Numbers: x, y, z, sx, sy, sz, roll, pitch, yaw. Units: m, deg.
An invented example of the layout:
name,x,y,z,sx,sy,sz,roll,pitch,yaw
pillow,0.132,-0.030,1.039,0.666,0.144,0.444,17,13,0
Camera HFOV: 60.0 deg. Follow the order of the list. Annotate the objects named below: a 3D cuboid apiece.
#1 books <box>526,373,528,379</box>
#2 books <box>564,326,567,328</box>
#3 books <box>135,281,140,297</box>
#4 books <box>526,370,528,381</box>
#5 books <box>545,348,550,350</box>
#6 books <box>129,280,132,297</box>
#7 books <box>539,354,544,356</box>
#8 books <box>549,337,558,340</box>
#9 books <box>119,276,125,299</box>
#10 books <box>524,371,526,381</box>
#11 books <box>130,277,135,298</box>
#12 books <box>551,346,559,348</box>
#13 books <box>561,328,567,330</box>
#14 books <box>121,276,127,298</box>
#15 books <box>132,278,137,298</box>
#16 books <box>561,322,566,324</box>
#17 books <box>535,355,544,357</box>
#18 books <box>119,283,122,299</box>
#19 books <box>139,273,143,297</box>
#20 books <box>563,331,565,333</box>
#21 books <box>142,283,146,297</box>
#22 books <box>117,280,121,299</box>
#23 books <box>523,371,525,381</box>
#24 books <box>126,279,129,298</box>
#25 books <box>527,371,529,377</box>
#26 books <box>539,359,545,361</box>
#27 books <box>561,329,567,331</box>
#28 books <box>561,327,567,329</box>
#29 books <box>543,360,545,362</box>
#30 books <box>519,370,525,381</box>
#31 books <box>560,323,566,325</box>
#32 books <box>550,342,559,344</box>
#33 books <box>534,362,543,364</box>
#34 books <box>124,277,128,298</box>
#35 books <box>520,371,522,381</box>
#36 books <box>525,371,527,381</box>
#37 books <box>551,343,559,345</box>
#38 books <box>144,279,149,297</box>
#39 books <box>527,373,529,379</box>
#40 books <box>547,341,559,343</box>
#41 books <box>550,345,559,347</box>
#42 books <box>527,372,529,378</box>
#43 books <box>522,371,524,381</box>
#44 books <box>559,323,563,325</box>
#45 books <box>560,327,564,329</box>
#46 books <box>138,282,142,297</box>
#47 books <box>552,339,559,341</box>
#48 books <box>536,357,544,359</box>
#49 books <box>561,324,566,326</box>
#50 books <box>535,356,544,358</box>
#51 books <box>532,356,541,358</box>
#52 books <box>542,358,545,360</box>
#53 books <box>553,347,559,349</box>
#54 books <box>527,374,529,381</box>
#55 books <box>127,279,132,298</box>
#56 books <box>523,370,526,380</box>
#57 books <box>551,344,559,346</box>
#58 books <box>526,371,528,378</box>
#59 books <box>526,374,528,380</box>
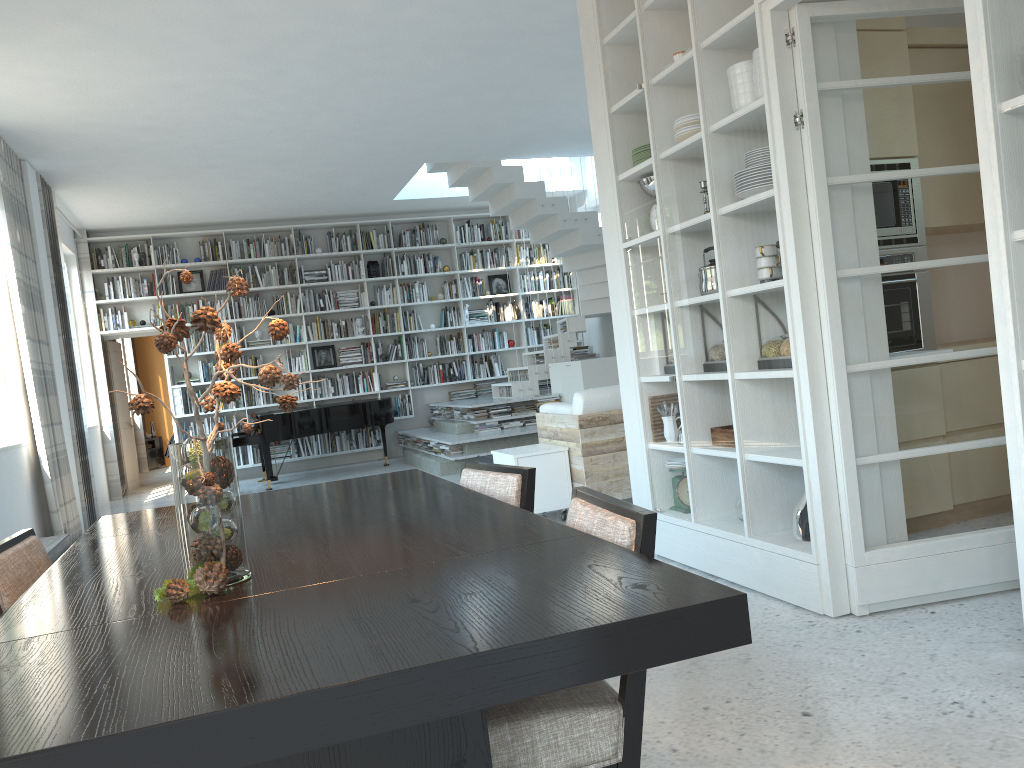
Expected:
name,x,y,z,sx,sy,sz,roll,pitch,yaw
books,0.241,-0.107,10.756,0.125,0.123,0.035,-7,2,-18
books,0.741,-0.726,11.200,0.154,0.014,0.196,-7,1,-5
books,-4.581,-1.144,10.866,0.028,0.212,0.138,-7,2,-18
books,0.232,-0.108,10.780,0.125,0.125,0.011,-7,2,-18
books,0.572,-0.467,11.472,0.190,0.018,0.287,-7,2,-19
books,-4.657,-1.144,10.855,0.011,0.231,0.135,-7,2,-18
books,0.464,-0.376,11.220,0.177,0.014,0.194,-7,2,-23
books,0.590,-0.570,10.937,0.234,0.025,0.157,-6,2,19
books,-4.741,-1.160,10.785,0.021,0.286,0.179,-7,2,-18
books,0.217,-0.107,10.827,0.125,0.125,0.010,-7,2,-18
books,-4.632,-1.161,10.830,0.025,0.261,0.167,-7,2,-18
books,0.604,-0.467,10.947,0.215,0.013,0.189,-6,2,14
books,0.725,-0.700,11.198,0.191,0.014,0.243,-7,1,-5
books,-4.720,-1.166,10.812,0.037,0.292,0.155,-7,2,-18
books,-4.605,-1.160,10.839,0.030,0.251,0.165,-7,2,-18
books,0.730,-0.796,11.494,0.165,0.014,0.235,-7,1,-1
books,0.407,-0.371,11.437,0.160,0.012,0.195,-7,2,-21
books,-4.756,-1.120,10.797,0.010,0.209,0.165,-7,2,-18
books,-4.535,-1.195,10.864,0.012,0.303,0.189,-7,2,-18
books,0.749,-0.684,11.498,0.149,0.014,0.228,-7,1,-6
books,-4.513,-1.137,10.887,0.031,0.182,0.151,-7,2,-18
books,-4.777,-1.132,10.800,0.024,0.239,0.155,-7,2,-18
books,0.206,-0.107,10.861,0.125,0.125,0.007,-7,2,-18
books,-4.680,-1.149,10.816,0.012,0.249,0.192,-7,2,-18
books,0.255,-0.107,10.711,0.125,0.123,0.035,-7,2,-18
books,0.471,-0.311,11.223,0.184,0.014,0.225,-7,2,-21
books,0.727,-0.687,11.199,0.182,0.013,0.287,-7,1,-4
books,0.732,-0.713,11.199,0.187,0.009,0.261,-7,1,-8
books,0.474,-0.290,10.936,0.172,0.019,0.239,-7,1,7
books,0.158,-0.105,11.007,0.125,0.125,0.009,-7,2,-18
books,0.721,-0.764,11.196,0.191,0.013,0.243,-7,1,-7
books,0.598,-0.518,10.944,0.232,0.011,0.171,-6,2,18
books,0.404,-0.277,11.436,0.188,0.007,0.195,-7,2,-21
books,-4.693,-1.158,10.813,0.013,0.269,0.162,-7,2,-18
books,0.168,-0.105,10.978,0.125,0.125,0.016,-7,2,-18
books,0.229,-0.108,10.790,0.125,0.125,0.008,-7,2,-18
books,0.596,-0.498,10.930,0.214,0.014,0.138,-6,1,9
books,-4.480,-1.164,10.875,0.029,0.229,0.191,-7,2,-18
books,0.250,-0.107,10.726,0.125,0.123,0.035,-7,2,-18
books,0.593,-0.526,10.929,0.295,0.007,0.146,-6,1,13
books,0.606,-0.478,10.957,0.254,0.007,0.189,-6,1,9
books,0.253,-0.107,10.718,0.125,0.123,0.036,-7,2,-18
books,0.193,-0.106,10.900,0.125,0.125,0.008,-7,2,-18
books,0.721,-0.780,11.494,0.190,0.015,0.230,-7,1,-4
books,0.730,-0.737,11.496,0.171,0.011,0.231,-7,1,-7
books,-4.556,-1.140,10.883,0.029,0.198,0.144,-7,2,-18
books,0.595,-0.546,10.945,0.184,0.016,0.179,-6,1,10
books,0.415,-0.340,11.439,0.140,0.022,0.181,-7,2,-25
books,0.731,-0.754,11.198,0.174,0.009,0.240,-7,1,-9
books,0.407,-0.354,11.437,0.159,0.009,0.208,-7,2,-22
books,0.389,-0.359,11.431,0.198,0.006,0.188,-7,2,-22
books,0.482,-0.326,11.226,0.149,0.013,0.219,-7,1,-13
books,0.607,-0.455,10.953,0.206,0.012,0.183,-6,1,9
books,0.248,-0.107,10.733,0.125,0.123,0.034,-7,2,-18
books,-4.664,-1.149,10.822,0.021,0.244,0.173,-7,2,-18
books,0.195,-0.107,10.894,0.125,0.125,0.008,-7,2,-18
books,0.601,-0.486,10.944,0.222,0.011,0.180,-6,1,13
books,0.243,-0.107,10.748,0.125,0.123,0.036,-7,2,-18
books,0.238,-0.107,10.763,0.125,0.123,0.034,-7,2,-18
